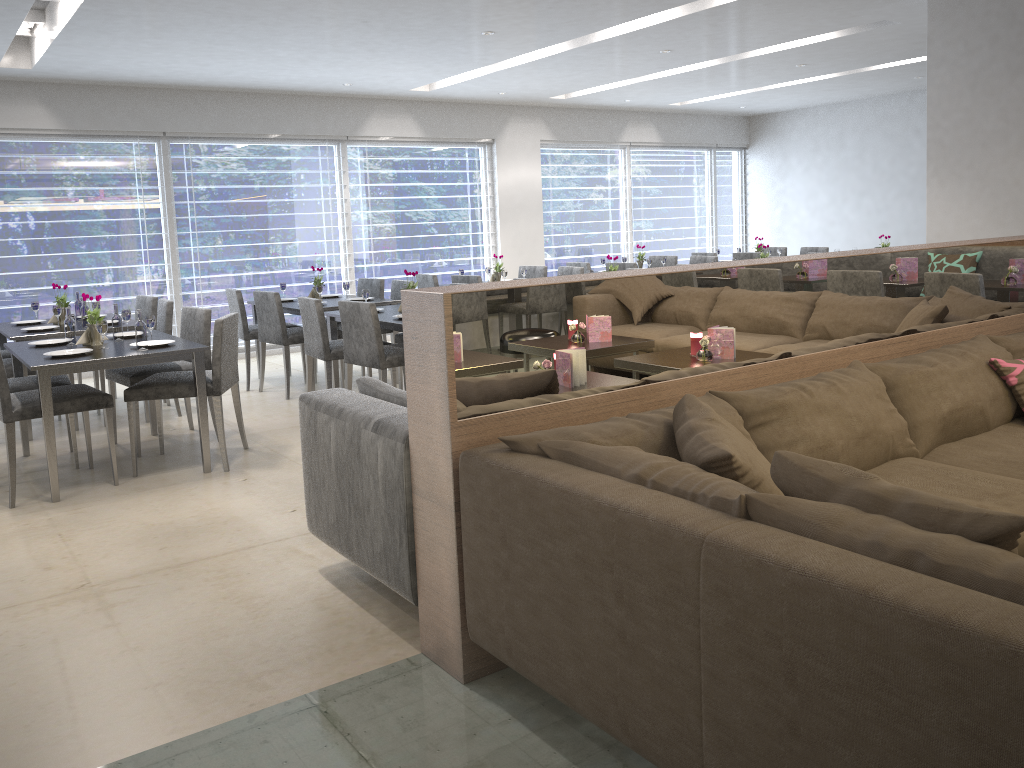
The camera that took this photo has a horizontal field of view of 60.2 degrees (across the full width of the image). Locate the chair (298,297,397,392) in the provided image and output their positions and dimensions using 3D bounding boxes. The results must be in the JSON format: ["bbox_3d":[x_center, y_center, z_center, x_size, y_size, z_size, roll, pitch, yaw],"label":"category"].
[{"bbox_3d":[-1.061,-0.192,5.686,0.494,0.755,0.479,-7,8,-29],"label":"chair"}]

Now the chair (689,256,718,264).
[{"bbox_3d":[1.751,-0.884,8.819,0.494,0.755,0.479,-7,8,-29],"label":"chair"}]

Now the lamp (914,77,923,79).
[{"bbox_3d":[4.243,-3.199,9.234,0.089,0.007,0.090,-1,10,10],"label":"lamp"}]

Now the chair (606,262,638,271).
[{"bbox_3d":[1.207,-0.794,8.455,0.495,0.755,0.479,-8,9,-39],"label":"chair"}]

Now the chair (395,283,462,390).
[{"bbox_3d":[-0.473,-0.293,6.102,0.495,0.755,0.479,-8,9,-39],"label":"chair"}]

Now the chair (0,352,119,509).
[{"bbox_3d":[-2.235,0.122,4.237,0.495,0.755,0.479,-8,9,-39],"label":"chair"}]

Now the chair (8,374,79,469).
[{"bbox_3d":[-2.583,0.065,4.635,0.494,0.755,0.479,-7,8,-29],"label":"chair"}]

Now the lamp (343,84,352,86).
[{"bbox_3d":[-1.507,-2.743,8.099,0.089,0.007,0.090,-1,10,10],"label":"lamp"}]

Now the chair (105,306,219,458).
[{"bbox_3d":[-1.999,-0.038,5.061,0.495,0.755,0.479,-8,9,-39],"label":"chair"}]

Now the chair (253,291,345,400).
[{"bbox_3d":[-1.581,-0.323,6.530,0.495,0.755,0.479,-8,9,-39],"label":"chair"}]

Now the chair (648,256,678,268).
[{"bbox_3d":[1.446,-0.953,9.269,0.495,0.755,0.479,-8,9,-39],"label":"chair"}]

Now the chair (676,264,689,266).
[{"bbox_3d":[1.727,-0.663,7.611,0.494,0.755,0.479,-7,8,-29],"label":"chair"}]

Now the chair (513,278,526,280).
[{"bbox_3d":[0.325,-0.426,6.644,0.494,0.755,0.479,-7,8,-29],"label":"chair"}]

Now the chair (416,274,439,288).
[{"bbox_3d":[-0.543,-0.615,7.886,0.494,0.755,0.479,-7,8,-29],"label":"chair"}]

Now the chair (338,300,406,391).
[{"bbox_3d":[-0.713,-0.135,5.288,0.495,0.755,0.479,-8,9,-39],"label":"chair"}]

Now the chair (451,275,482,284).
[{"bbox_3d":[-0.194,-0.557,7.487,0.495,0.755,0.479,-8,9,-39],"label":"chair"}]

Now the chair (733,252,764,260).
[{"bbox_3d":[2.665,-1.041,9.462,0.495,0.755,0.479,-8,9,-39],"label":"chair"}]

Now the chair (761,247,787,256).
[{"bbox_3d":[2.905,-1.199,10.277,0.495,0.755,0.479,-8,9,-39],"label":"chair"}]

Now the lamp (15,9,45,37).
[{"bbox_3d":[-3.417,-2.513,6.166,0.227,0.100,0.490,-9,12,-34],"label":"lamp"}]

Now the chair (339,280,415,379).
[{"bbox_3d":[-1.036,-0.413,6.894,0.494,0.755,0.479,-7,8,-29],"label":"chair"}]

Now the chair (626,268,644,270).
[{"bbox_3d":[0.913,-0.528,7.060,0.495,0.755,0.479,-8,9,-39],"label":"chair"}]

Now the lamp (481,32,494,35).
[{"bbox_3d":[-0.170,-2.453,6.186,0.089,0.007,0.090,-1,10,10],"label":"lamp"}]

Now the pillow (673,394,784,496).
[{"bbox_3d":[0.540,0.235,2.084,0.297,0.353,0.508,-3,9,-2],"label":"pillow"}]

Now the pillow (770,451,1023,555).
[{"bbox_3d":[0.729,0.308,1.624,0.314,0.336,0.496,-9,11,-40],"label":"pillow"}]

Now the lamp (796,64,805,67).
[{"bbox_3d":[2.656,-2.930,8.138,0.089,0.007,0.090,-1,10,10],"label":"lamp"}]

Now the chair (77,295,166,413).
[{"bbox_3d":[-2.812,-0.233,6.329,0.495,0.755,0.479,-8,9,-39],"label":"chair"}]

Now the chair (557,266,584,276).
[{"bbox_3d":[0.350,-0.647,7.851,0.494,0.755,0.479,-7,8,-29],"label":"chair"}]

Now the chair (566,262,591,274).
[{"bbox_3d":[0.858,-0.851,8.853,0.494,0.755,0.479,-7,8,-29],"label":"chair"}]

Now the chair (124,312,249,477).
[{"bbox_3d":[-1.678,0.034,4.588,0.492,0.755,0.481,-3,7,-5],"label":"chair"}]

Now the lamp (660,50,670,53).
[{"bbox_3d":[1.238,-2.691,7.159,0.089,0.007,0.090,-1,10,10],"label":"lamp"}]

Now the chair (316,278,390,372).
[{"bbox_3d":[-1.342,-0.481,7.344,0.495,0.755,0.479,-8,9,-39],"label":"chair"}]

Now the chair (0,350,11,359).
[{"bbox_3d":[-3.400,-0.132,5.913,0.494,0.755,0.479,-7,8,-29],"label":"chair"}]

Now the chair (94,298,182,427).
[{"bbox_3d":[-2.507,-0.164,5.878,0.494,0.755,0.479,-7,8,-29],"label":"chair"}]

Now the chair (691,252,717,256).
[{"bbox_3d":[2.317,-1.098,9.861,0.494,0.755,0.479,-7,8,-29],"label":"chair"}]

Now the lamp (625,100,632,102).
[{"bbox_3d":[1.319,-3.220,10.050,0.089,0.007,0.090,-1,10,10],"label":"lamp"}]

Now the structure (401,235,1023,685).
[{"bbox_3d":[1.335,0.000,3.372,3.792,0.999,0.225,-9,9,-34],"label":"structure"}]

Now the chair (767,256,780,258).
[{"bbox_3d":[2.315,-0.765,8.027,0.495,0.755,0.479,-8,9,-39],"label":"chair"}]

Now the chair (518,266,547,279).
[{"bbox_3d":[0.045,-0.716,8.302,0.495,0.755,0.479,-8,9,-39],"label":"chair"}]

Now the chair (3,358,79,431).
[{"bbox_3d":[-3.051,-0.074,5.514,0.495,0.755,0.479,-8,9,-39],"label":"chair"}]

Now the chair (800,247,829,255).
[{"bbox_3d":[3.210,-1.131,9.826,0.494,0.755,0.479,-7,8,-29],"label":"chair"}]

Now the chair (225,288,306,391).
[{"bbox_3d":[-1.930,-0.380,6.928,0.494,0.755,0.479,-7,8,-29],"label":"chair"}]

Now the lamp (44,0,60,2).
[{"bbox_3d":[-2.780,-2.375,5.255,0.227,0.100,0.490,-9,12,-34],"label":"lamp"}]
